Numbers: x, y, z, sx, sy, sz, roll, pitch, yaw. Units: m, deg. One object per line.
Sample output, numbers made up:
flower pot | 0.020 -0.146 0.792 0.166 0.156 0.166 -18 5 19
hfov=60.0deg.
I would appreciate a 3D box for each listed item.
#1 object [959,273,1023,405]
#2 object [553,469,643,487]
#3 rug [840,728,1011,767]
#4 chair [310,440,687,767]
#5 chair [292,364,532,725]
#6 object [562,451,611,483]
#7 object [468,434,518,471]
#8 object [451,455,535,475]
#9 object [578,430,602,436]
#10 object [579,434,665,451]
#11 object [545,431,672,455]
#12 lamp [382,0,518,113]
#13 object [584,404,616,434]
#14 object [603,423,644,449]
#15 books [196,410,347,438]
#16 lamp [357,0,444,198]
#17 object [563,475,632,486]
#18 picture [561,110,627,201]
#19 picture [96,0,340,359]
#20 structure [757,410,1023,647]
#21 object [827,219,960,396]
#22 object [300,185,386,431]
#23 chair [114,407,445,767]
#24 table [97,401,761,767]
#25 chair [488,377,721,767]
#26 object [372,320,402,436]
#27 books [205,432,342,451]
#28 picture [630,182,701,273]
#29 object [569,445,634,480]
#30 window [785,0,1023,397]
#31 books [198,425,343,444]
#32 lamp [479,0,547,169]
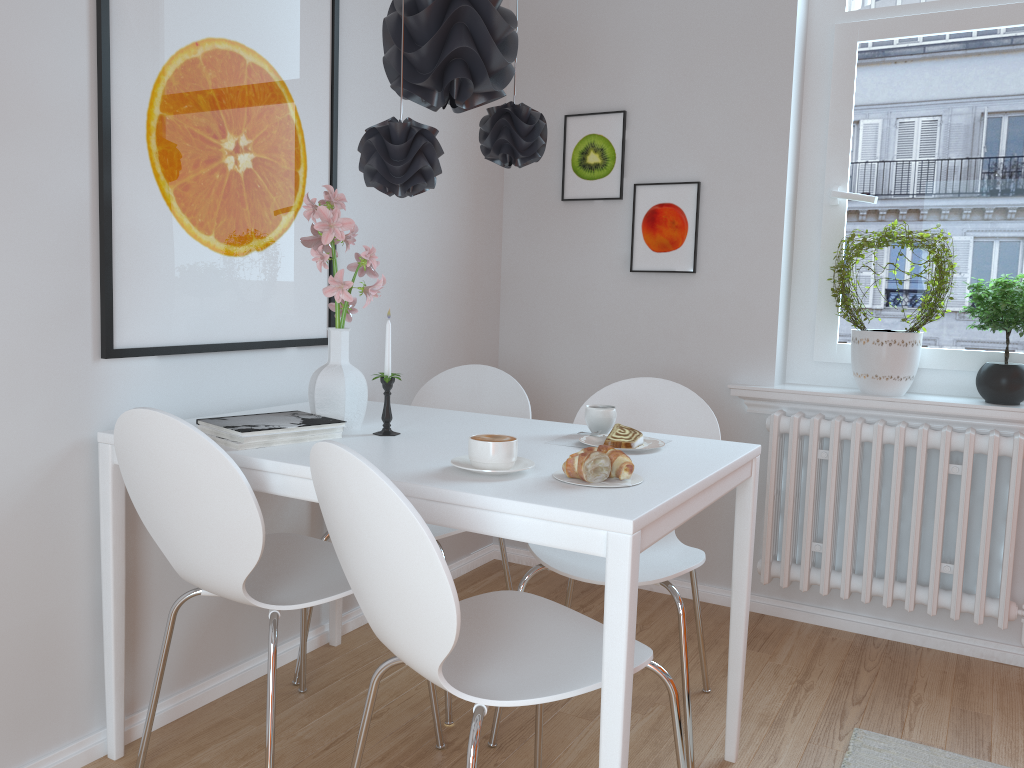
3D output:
object | 1.545 -0.142 2.752 0.270 0.406 0.311 1 6 -11
object | 0.160 0.174 1.651 0.165 0.005 0.168 0 7 -18
rug | 0.788 0.988 1.423 0.686 0.009 1.659 5 7 29
chair | -0.035 0.511 1.616 0.636 0.870 0.512 -2 7 -36
chair | -0.244 0.397 2.613 0.510 0.870 0.638 4 6 24
object | 0.135 0.148 1.621 0.059 0.059 0.075 -3 8 -39
object | -0.038 0.130 1.684 0.100 0.064 0.093 6 7 32
object | -0.037 0.158 1.685 0.163 0.020 0.158 8 9 44
object | 0.185 0.113 2.095 0.027 0.027 0.131 0 6 -12
object | 0.247 0.134 1.996 0.194 0.012 0.189 5 7 27
object | 0.224 0.132 2.048 0.230 0.003 0.225 5 7 29
lamp | -0.119 -1.247 1.895 0.293 1.293 0.297 0 6 -14
object | 0.215 0.089 2.130 0.083 0.070 0.077 1 6 -11
object | 0.254 0.120 1.988 0.075 0.043 0.127 4 7 21
books | -0.533 0.086 1.968 0.253 0.012 0.210 -4 9 -44
lamp | -0.207 -1.133 1.754 0.167 1.504 0.172 -4 8 -44
object | 0.162 0.173 1.647 0.123 0.005 0.120 3 6 9
picture | 0.306 -0.855 3.338 0.248 0.322 0.017 5 6 30
picture | -0.719 -0.612 2.304 0.017 1.051 0.790 5 7 29
structure | 1.604 0.477 2.666 1.677 0.660 0.203 5 7 29
object | 1.236 -0.252 2.913 0.387 0.573 0.216 3 6 10
object | -0.409 -0.186 2.146 0.175 0.579 0.183 -2 7 -34
chair | -0.533 0.455 2.000 0.511 0.870 0.637 6 7 34
table | -0.187 0.507 2.069 1.290 0.770 0.824 5 7 29
chair | 0.293 0.442 2.339 0.509 0.870 0.640 4 6 19
object | -0.289 -0.031 2.053 0.079 0.297 0.080 0 6 -21
books | -0.541 0.113 1.975 0.194 0.014 0.255 8 9 44
picture | 0.554 -0.566 3.218 0.248 0.322 0.017 5 6 30
object | 0.172 0.144 1.659 0.133 0.060 0.069 5 7 29
window | 1.579 -0.911 2.796 1.298 1.927 0.109 5 6 30
books | -0.537 0.099 1.976 0.194 0.014 0.250 7 8 42
lamp | 0.024 -1.291 2.151 0.171 1.504 0.168 4 6 20
